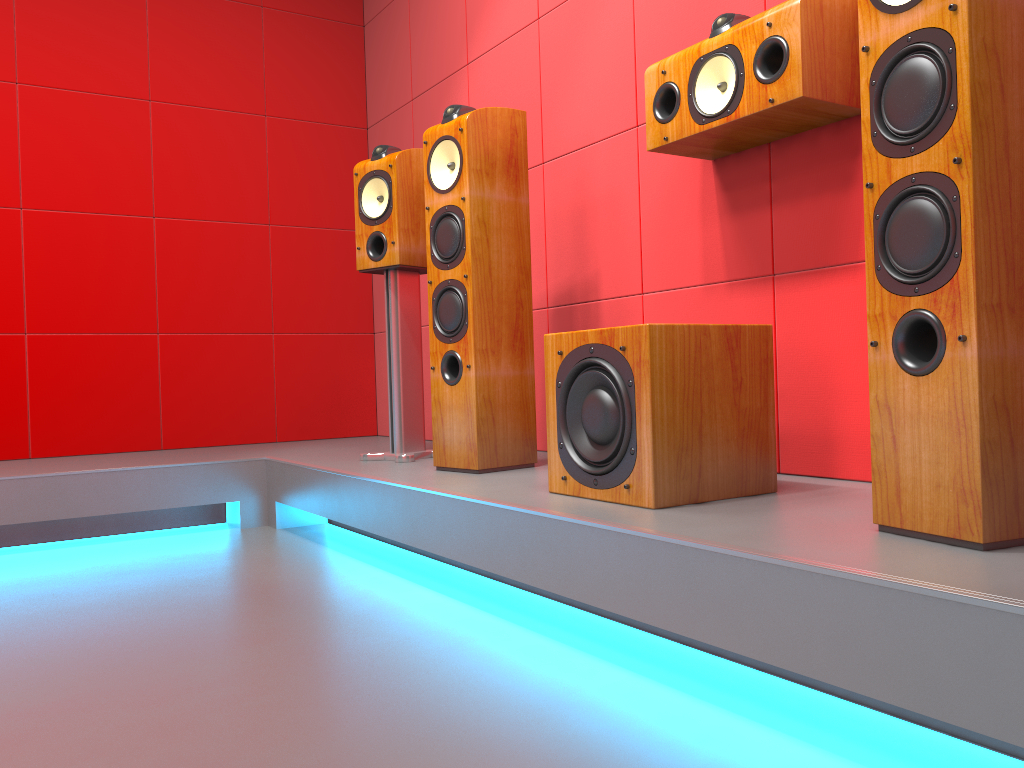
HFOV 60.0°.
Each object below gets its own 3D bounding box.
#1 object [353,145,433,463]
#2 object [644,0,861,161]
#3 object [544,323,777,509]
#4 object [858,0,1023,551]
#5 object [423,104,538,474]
[{"bbox_3d":[-0.372,-0.275,3.030,0.231,1.058,0.265,-2,1,38],"label":"object"},{"bbox_3d":[0.565,-0.736,2.118,0.235,0.271,0.493,-2,0,-32],"label":"object"},{"bbox_3d":[0.316,0.060,1.951,0.360,0.360,0.360,-2,0,-32],"label":"object"},{"bbox_3d":[0.702,-0.295,1.365,0.238,1.052,0.203,-2,0,-22],"label":"object"},{"bbox_3d":[-0.097,-0.278,2.593,0.238,1.052,0.203,-2,1,-42],"label":"object"}]
